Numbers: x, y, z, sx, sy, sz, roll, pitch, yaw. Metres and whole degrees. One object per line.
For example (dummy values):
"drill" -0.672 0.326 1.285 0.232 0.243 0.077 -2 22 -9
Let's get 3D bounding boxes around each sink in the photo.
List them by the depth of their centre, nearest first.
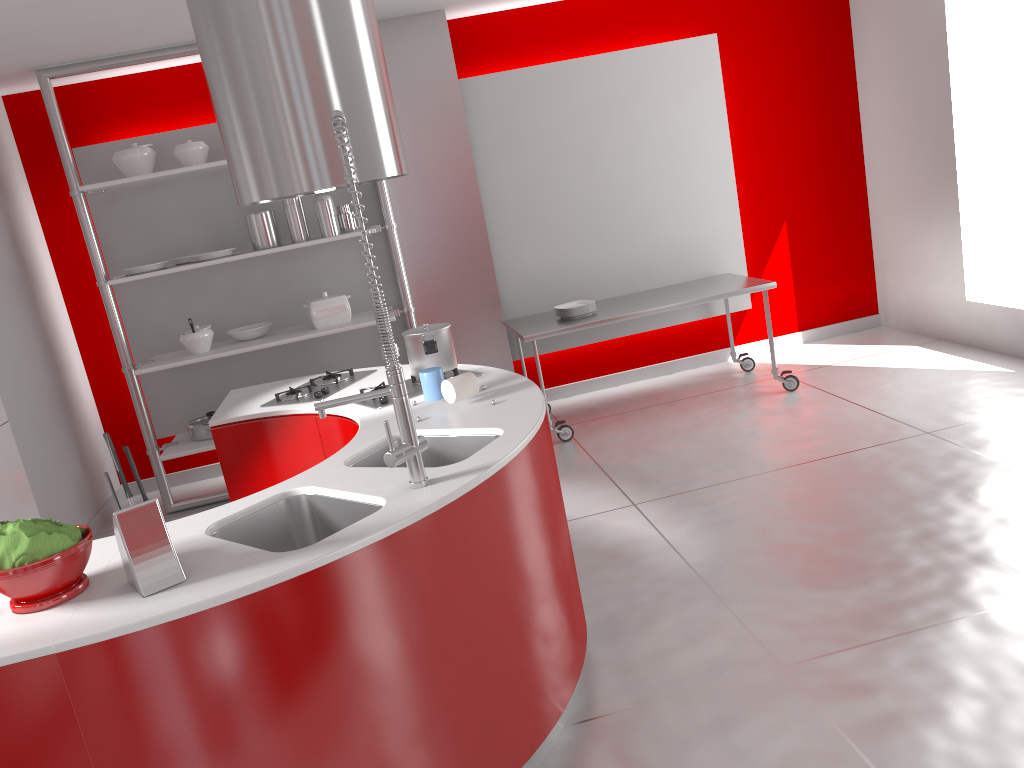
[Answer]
"sink" -0.508 0.422 2.179 0.428 0.172 0.326 1 18 42
"sink" -0.231 0.281 2.553 0.428 0.172 0.326 -3 15 31

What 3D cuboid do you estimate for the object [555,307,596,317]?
"object" 0.388 -0.436 5.405 0.228 0.020 0.228 -17 14 -25

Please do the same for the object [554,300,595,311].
"object" 0.381 -0.475 5.396 0.228 0.020 0.228 -17 14 -25

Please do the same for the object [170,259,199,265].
"object" -1.876 -0.722 5.220 0.280 0.015 0.280 -4 15 29

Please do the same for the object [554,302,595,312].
"object" 0.383 -0.465 5.398 0.228 0.020 0.228 -17 14 -25

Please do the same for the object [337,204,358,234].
"object" -0.987 -0.977 5.244 0.127 0.157 0.127 -10 13 3

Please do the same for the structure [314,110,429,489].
"structure" -0.363 -0.190 2.145 0.178 0.920 0.308 -2 16 35

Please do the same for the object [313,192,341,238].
"object" -1.056 -0.976 5.039 0.115 0.274 0.115 -14 13 -14

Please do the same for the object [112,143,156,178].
"object" -2.092 -1.238 4.928 0.231 0.191 0.231 -3 15 32

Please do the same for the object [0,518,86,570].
"object" -1.020 0.355 1.919 0.198 0.182 0.193 -11 13 -2

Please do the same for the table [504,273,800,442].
"table" 0.849 -0.188 5.577 1.627 0.682 0.749 -12 13 -6

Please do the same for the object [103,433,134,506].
"object" -0.811 0.262 1.894 0.014 0.322 0.150 -20 16 -35

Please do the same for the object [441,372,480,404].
"object" -0.179 0.011 2.916 0.100 0.080 0.109 -21 16 -36

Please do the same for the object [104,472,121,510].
"object" -0.824 0.283 1.875 0.009 0.197 0.091 -20 16 -35

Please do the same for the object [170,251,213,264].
"object" -1.879 -0.736 5.216 0.244 0.042 0.244 -14 13 -15

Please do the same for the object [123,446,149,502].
"object" -0.781 0.270 1.906 0.012 0.279 0.130 -20 16 -35

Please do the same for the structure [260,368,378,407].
"structure" -0.790 0.000 3.653 0.303 0.037 0.457 -6 14 22

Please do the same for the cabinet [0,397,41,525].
"cabinet" -2.658 0.341 3.232 0.614 2.026 2.398 -13 13 -7

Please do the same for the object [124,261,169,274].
"object" -2.047 -0.647 4.976 0.244 0.042 0.244 -16 14 -22

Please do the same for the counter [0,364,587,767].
"counter" -0.850 0.731 2.635 1.868 0.880 2.865 -5 14 26

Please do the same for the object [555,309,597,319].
"object" 0.390 -0.426 5.407 0.228 0.020 0.228 -17 14 -25

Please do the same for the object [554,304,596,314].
"object" 0.384 -0.455 5.400 0.228 0.020 0.228 -17 14 -25

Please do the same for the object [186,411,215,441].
"object" -1.806 0.244 5.319 0.308 0.130 0.407 -11 13 0

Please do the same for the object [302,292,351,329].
"object" -1.097 -0.451 5.283 0.282 0.197 0.235 -15 14 -17

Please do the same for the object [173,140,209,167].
"object" -1.792 -1.287 4.970 0.192 0.153 0.192 -10 13 6

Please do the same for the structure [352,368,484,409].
"structure" -0.370 -0.004 3.323 0.457 0.037 0.303 -19 15 -31

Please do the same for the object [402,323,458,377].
"object" -0.309 -0.137 3.347 0.218 0.185 0.189 2 18 44

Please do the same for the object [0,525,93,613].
"object" -1.020 0.408 1.929 0.229 0.118 0.228 -20 16 -35

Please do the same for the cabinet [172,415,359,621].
"cabinet" -1.124 0.750 2.636 1.025 0.761 1.875 -1 16 37

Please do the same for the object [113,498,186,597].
"object" -0.781 0.337 1.889 0.091 0.178 0.137 -20 16 -33

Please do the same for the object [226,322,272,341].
"object" -1.568 -0.306 5.327 0.272 0.072 0.272 3 19 45

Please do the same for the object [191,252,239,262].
"object" -1.672 -0.713 5.012 0.280 0.015 0.280 -6 14 22

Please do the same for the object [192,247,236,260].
"object" -1.675 -0.726 5.009 0.244 0.042 0.244 -16 14 -22

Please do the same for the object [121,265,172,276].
"object" -2.044 -0.633 4.980 0.280 0.015 0.280 -4 15 29

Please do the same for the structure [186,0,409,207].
"structure" -0.793 -1.183 3.241 0.644 0.958 0.644 -22 17 -40

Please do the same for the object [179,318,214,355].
"object" -1.828 -0.285 5.134 0.192 0.214 0.192 -16 14 -20

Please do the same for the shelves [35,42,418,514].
"shelves" -1.501 -0.642 5.184 1.735 2.599 0.535 -13 13 -7

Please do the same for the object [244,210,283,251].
"object" -1.430 -0.880 5.090 0.184 0.205 0.172 -11 13 -2

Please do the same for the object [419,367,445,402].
"object" -0.274 -0.001 3.005 0.080 0.100 0.109 -20 16 -33

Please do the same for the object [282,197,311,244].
"object" -1.238 -0.974 5.059 0.109 0.329 0.110 -13 13 -9

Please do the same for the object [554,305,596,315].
"object" 0.386 -0.446 5.403 0.228 0.020 0.228 -17 14 -25
